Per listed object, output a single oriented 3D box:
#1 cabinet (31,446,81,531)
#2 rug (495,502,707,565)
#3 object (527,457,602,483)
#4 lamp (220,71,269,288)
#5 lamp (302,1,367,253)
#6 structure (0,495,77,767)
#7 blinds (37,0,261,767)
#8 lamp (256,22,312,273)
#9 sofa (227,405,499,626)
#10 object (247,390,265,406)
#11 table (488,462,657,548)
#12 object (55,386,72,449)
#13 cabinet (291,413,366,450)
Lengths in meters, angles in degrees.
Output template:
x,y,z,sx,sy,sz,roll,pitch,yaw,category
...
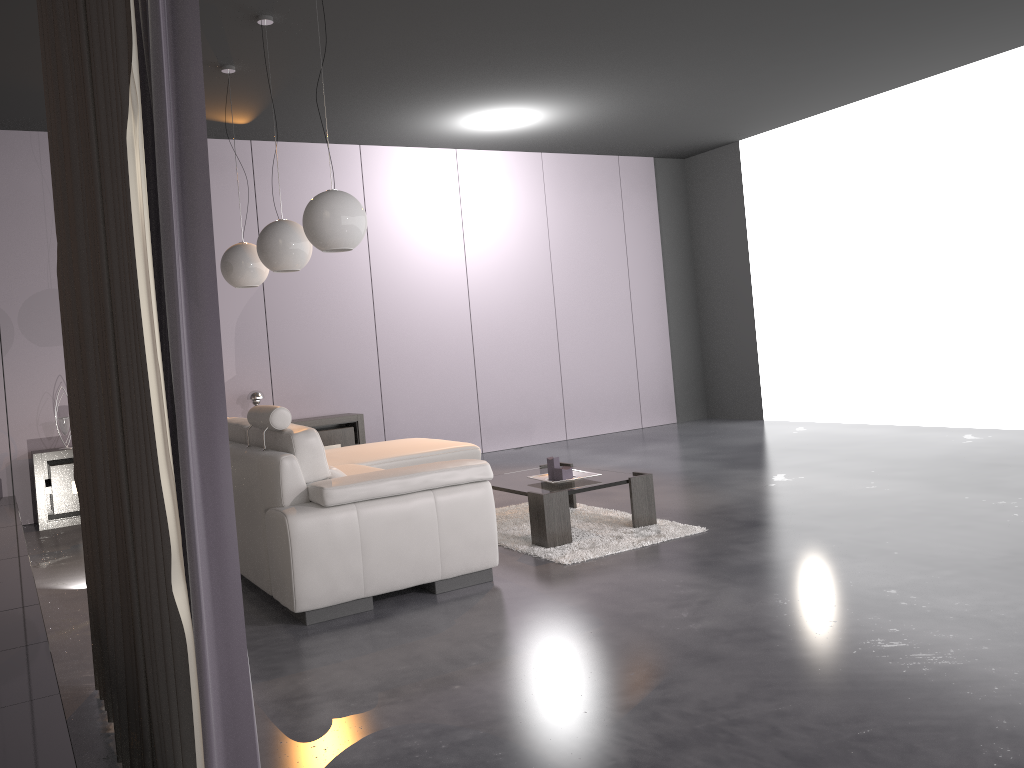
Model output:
x,y,z,sx,sy,sz,roll,pitch,yaw,category
-3.047,0.729,6.786,1.074,0.555,0.376,-6,1,-30,cabinet
0.248,0.791,4.941,0.918,0.023,1.524,-6,3,-30,rug
0.280,0.459,4.862,0.305,0.137,0.304,-6,2,-26,object
-1.788,-1.335,5.771,0.307,1.415,0.306,-5,0,-27,lamp
-0.902,-1.347,4.269,0.306,1.415,0.307,-5,0,27,lamp
-1.625,0.938,2.082,1.002,0.300,8.759,-6,3,-30,structure
-0.876,-0.484,2.084,0.249,2.997,3.283,-5,1,-30,blinds
-1.334,-1.341,5.006,0.307,1.415,0.306,-5,0,-27,lamp
-0.807,0.452,5.142,1.872,0.858,2.858,-6,3,-30,sofa
-2.129,0.195,7.386,0.140,0.284,0.140,-5,0,-30,object
0.237,0.653,4.959,0.702,0.270,0.904,-6,3,-30,table
-3.353,0.250,6.631,0.124,0.466,0.108,-5,0,-30,object
-1.806,0.588,7.522,1.074,0.555,0.376,-6,1,-30,cabinet
